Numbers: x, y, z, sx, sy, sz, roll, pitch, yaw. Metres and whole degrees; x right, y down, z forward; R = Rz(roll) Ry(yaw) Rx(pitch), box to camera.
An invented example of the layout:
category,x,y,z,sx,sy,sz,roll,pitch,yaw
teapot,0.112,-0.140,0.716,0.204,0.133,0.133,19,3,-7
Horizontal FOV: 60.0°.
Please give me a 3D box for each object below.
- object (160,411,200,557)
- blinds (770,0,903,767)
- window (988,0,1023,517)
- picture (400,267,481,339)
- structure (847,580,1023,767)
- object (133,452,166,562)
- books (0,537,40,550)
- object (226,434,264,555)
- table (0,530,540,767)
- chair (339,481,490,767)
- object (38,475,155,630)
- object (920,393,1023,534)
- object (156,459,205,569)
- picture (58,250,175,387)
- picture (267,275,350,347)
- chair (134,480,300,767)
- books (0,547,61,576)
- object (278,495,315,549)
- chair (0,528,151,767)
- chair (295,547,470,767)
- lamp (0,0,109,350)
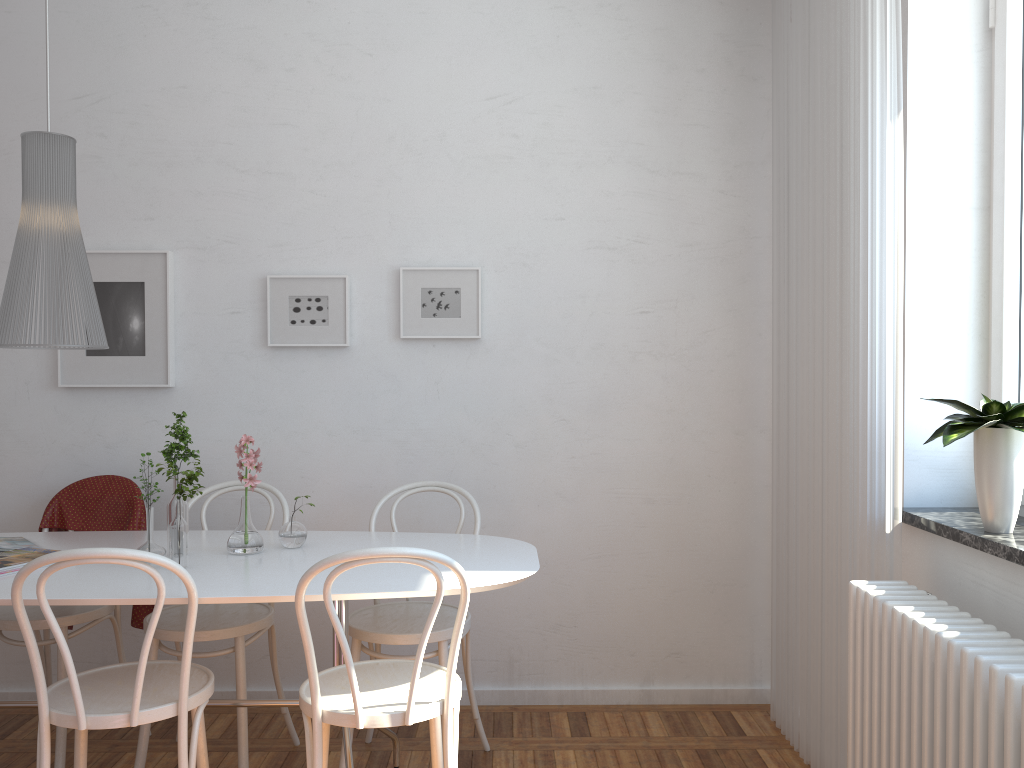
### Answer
category,x,y,z,sx,sy,sz,roll,pitch,yaw
object,-0.960,0.287,2.558,0.110,0.420,0.107,0,1,-12
blinds,0.985,-0.184,2.787,0.055,2.888,1.037,0,1,0
window,1.279,-0.414,0.870,0.151,1.511,3.019,0,1,0
picture,-0.276,-0.314,3.441,0.311,0.273,0.047,0,1,0
structure,0.953,0.803,1.792,0.224,0.624,0.972,0,1,-1
object,-1.019,0.344,2.494,0.084,0.308,0.084,1,2,44
books,-1.648,0.483,2.628,0.405,0.029,0.266,0,0,-40
object,-0.786,0.322,2.611,0.108,0.349,0.111,-1,1,-31
table,-1.069,0.882,2.540,2.289,0.770,0.931,0,1,0
chair,-0.311,0.805,2.922,0.448,0.918,0.520,0,1,5
object,-1.505,0.629,3.261,0.491,0.580,0.201,0,1,14
object,1.105,0.178,1.997,0.354,0.316,0.292,0,1,-9
object,-0.883,0.351,2.398,0.098,0.294,0.146,1,1,33
picture,-1.532,-0.251,3.432,0.431,0.524,0.050,0,1,0
picture,-0.787,-0.282,3.438,0.311,0.273,0.047,0,1,0
chair,-0.968,0.806,2.958,0.448,0.918,0.520,0,1,0
books,-1.377,0.488,2.427,0.204,0.022,0.278,0,0,26
object,-0.661,0.420,2.705,0.087,0.151,0.112,0,1,22
chair,-1.545,0.806,3.075,0.448,0.918,0.520,0,1,10
chair,0.086,0.606,0.633,0.448,1.342,3.693,0,1,-15
lamp,-1.289,-0.849,2.464,0.293,1.497,0.293,1,2,44
